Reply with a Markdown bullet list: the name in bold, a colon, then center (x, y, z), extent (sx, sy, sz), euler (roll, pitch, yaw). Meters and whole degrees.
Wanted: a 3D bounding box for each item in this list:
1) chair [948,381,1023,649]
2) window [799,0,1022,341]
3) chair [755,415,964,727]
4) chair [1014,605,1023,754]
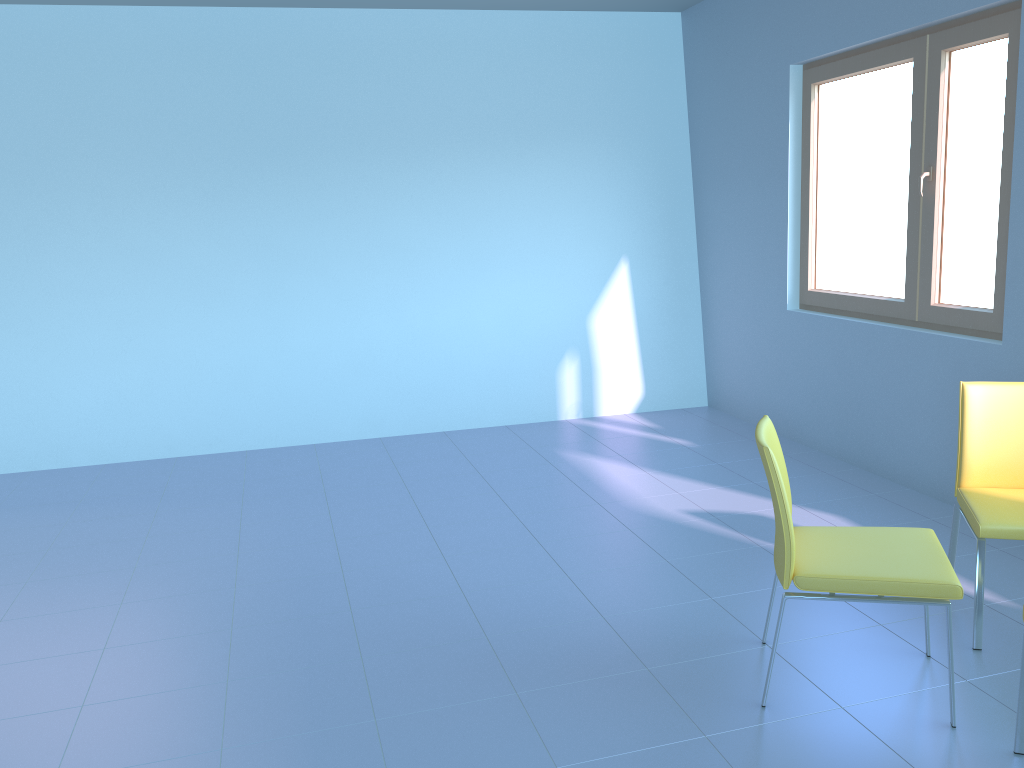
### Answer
- **chair**: center (1.560, 0.375, 2.660), extent (0.387, 0.695, 0.484), euler (0, 11, 16)
- **window**: center (1.723, -0.901, 3.996), extent (0.142, 1.263, 1.475), euler (-6, 11, -15)
- **chair**: center (0.897, 0.464, 2.364), extent (0.484, 0.695, 0.387), euler (0, 11, 16)
- **chair**: center (1.254, 0.571, 1.726), extent (0.387, 0.699, 0.484), euler (1, 12, 21)
